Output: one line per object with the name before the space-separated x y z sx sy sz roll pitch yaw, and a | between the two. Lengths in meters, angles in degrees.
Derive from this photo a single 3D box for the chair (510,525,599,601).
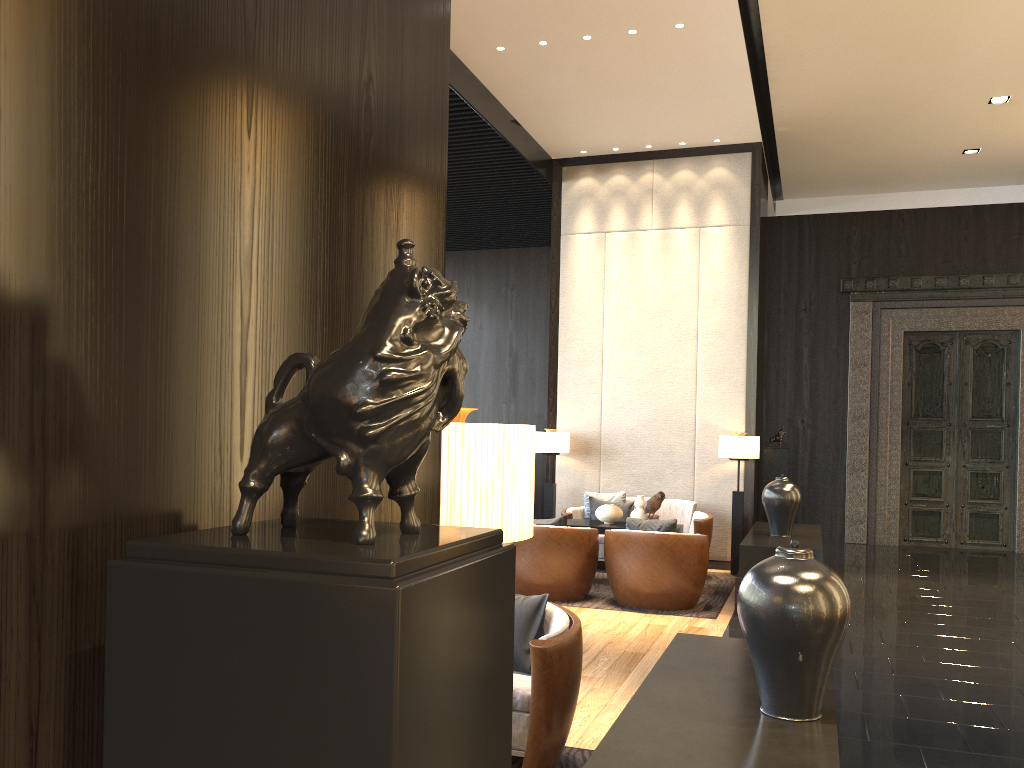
chair | 0.267 1.395 7.008 0.803 0.604 0.606 1 -2 19

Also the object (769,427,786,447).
object | 2.743 0.546 9.144 0.161 0.217 0.102 1 0 7

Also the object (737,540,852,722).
object | 0.802 0.693 2.530 0.311 0.493 0.312 1 -1 38

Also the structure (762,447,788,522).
structure | 2.718 1.259 9.163 0.240 1.218 0.240 1 0 19

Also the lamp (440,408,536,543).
lamp | -0.157 0.719 1.672 0.375 1.348 0.375 1 0 -20

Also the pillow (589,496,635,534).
pillow | 0.961 1.268 8.527 0.471 0.361 0.219 1 -1 16

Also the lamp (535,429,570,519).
lamp | 0.386 1.134 9.025 0.375 1.351 0.374 1 0 -42

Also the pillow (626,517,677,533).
pillow | 1.043 1.173 6.620 0.399 0.362 0.222 1 -1 19

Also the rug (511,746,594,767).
rug | -0.803 1.440 2.856 1.957 0.008 2.244 0 -3 19

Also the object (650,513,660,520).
object | 1.242 1.180 7.719 0.091 0.112 0.091 2 -1 -19

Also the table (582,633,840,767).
table | 0.610 1.192 2.522 0.620 0.513 1.962 1 -3 19

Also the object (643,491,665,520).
object | 1.198 1.073 7.589 0.229 0.309 0.174 2 -1 -25

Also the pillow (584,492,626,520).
pillow | 0.916 1.257 8.706 0.433 0.399 0.201 1 0 -3

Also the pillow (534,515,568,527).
pillow | 0.230 1.175 6.895 0.441 0.338 0.205 0 -1 26

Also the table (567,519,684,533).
table | 0.934 1.491 7.771 1.041 0.517 0.576 0 -2 19

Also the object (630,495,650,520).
object | 1.127 1.106 7.761 0.174 0.257 0.174 1 -1 39

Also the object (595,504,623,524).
object | 0.862 1.152 7.852 0.245 0.168 0.245 2 -2 -23

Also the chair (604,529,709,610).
chair | 1.077 1.397 6.732 0.803 0.604 0.606 1 -2 19

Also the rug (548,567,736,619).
rug | 0.859 1.744 7.724 2.040 0.008 2.244 0 -3 19

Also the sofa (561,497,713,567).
sofa | 1.196 1.452 8.506 1.448 0.693 0.603 0 -1 19

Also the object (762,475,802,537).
object | 2.176 0.977 7.145 0.311 0.493 0.311 1 -1 8

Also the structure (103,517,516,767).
structure | -0.161 0.732 0.729 0.240 1.218 0.240 1 0 19

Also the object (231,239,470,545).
object | -0.128 0.005 0.717 0.176 0.246 0.115 1 0 19

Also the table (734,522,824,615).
table | 2.240 1.490 7.296 0.620 0.513 1.962 1 -3 19

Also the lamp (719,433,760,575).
lamp | 2.148 1.140 8.423 0.375 1.351 0.374 1 0 -24

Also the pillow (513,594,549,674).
pillow | -0.052 0.991 3.664 0.441 0.338 0.205 0 -1 26

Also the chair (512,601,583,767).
chair | -0.099 1.196 3.553 0.803 0.604 0.606 1 -2 19

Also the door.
door | 5.479 0.689 10.904 1.287 2.697 0.052 1 0 19
